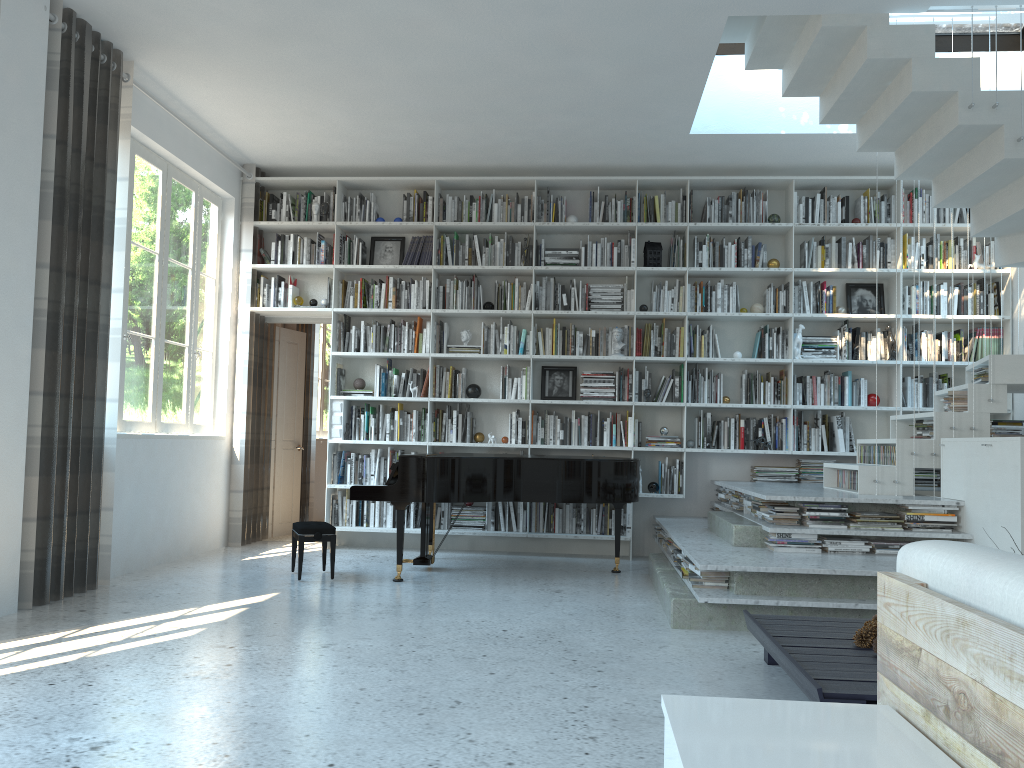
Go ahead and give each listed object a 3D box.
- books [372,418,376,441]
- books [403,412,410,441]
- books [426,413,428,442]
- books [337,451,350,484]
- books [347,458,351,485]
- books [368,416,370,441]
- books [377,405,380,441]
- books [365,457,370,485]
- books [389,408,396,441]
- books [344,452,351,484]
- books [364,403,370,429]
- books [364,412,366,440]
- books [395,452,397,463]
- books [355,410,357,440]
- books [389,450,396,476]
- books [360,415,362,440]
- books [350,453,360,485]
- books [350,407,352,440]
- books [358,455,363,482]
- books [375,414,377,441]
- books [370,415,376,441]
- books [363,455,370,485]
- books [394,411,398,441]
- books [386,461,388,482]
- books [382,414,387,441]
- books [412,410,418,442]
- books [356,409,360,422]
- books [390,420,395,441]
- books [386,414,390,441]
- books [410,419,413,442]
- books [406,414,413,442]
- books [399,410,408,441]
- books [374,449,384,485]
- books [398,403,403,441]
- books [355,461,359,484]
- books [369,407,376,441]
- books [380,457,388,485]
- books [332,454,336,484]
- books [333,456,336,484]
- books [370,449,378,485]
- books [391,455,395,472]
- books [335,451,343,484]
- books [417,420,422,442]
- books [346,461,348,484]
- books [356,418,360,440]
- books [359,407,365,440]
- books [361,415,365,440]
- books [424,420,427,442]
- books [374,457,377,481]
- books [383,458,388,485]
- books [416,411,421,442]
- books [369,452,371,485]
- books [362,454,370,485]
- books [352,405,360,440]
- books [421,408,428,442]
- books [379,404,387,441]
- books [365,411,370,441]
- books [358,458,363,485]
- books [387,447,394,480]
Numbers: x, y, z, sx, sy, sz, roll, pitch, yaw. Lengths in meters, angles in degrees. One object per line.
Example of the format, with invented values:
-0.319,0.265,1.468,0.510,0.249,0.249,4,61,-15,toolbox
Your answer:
-1.161,0.388,7.542,0.016,0.188,0.183,1,-3,5,books
-0.895,0.364,7.529,0.028,0.249,0.159,1,-3,5,books
-0.706,0.372,7.514,0.010,0.240,0.174,1,-3,5,books
-1.435,0.709,7.553,0.052,0.283,0.172,1,-3,5,books
-1.364,0.741,7.544,0.022,0.220,0.187,1,-3,5,books
-1.205,0.378,7.577,0.016,0.211,0.146,1,-3,5,books
-1.117,0.334,7.542,0.019,0.300,0.180,1,-3,5,books
-1.212,0.740,7.540,0.028,0.229,0.157,1,-3,5,books
-1.016,0.345,7.545,0.014,0.282,0.150,1,-3,5,books
-1.402,0.716,7.570,0.010,0.273,0.150,1,-3,5,books
-1.239,0.325,7.567,0.006,0.314,0.145,1,-3,5,books
-1.230,0.361,7.562,0.014,0.243,0.171,1,-3,5,books
-0.974,0.719,7.540,0.013,0.284,0.139,1,-3,5,books
-1.316,0.353,7.584,0.022,0.257,0.141,1,-3,5,books
-1.017,0.711,7.523,0.012,0.295,0.176,1,-3,5,books
-1.265,0.373,7.570,0.015,0.218,0.176,1,-3,5,books
-1.337,0.719,7.549,0.029,0.266,0.172,1,-3,5,books
-1.361,0.338,7.589,0.008,0.285,0.159,1,-3,5,books
-1.285,0.731,7.569,0.022,0.248,0.134,1,-3,5,books
-1.141,0.370,7.576,0.016,0.230,0.136,1,-3,5,books
-1.176,0.373,7.549,0.015,0.219,0.190,1,-3,5,books
-1.232,0.728,7.529,0.010,0.252,0.178,1,-3,5,books
-0.968,0.360,7.541,0.026,0.254,0.176,1,-3,5,books
-1.043,0.754,7.535,0.013,0.209,0.154,1,-3,5,books
-1.072,0.371,7.566,0.045,0.230,0.138,1,-3,5,books
-0.812,0.357,7.518,0.021,0.265,0.185,1,-3,5,books
-1.303,0.349,7.564,0.007,0.264,0.177,1,-3,5,books
-0.997,0.395,7.531,0.029,0.181,0.190,1,-3,5,books
-1.037,0.371,7.546,0.027,0.229,0.159,1,-3,5,books
-0.844,0.393,7.540,0.023,0.194,0.140,1,-3,5,books
-0.868,0.375,7.541,0.025,0.229,0.153,1,-3,5,books
-0.923,0.357,7.527,0.028,0.260,0.181,1,-3,5,books
-1.127,0.703,7.528,0.039,0.307,0.172,1,-3,5,books
-0.946,0.326,7.539,0.021,0.322,0.172,1,-3,5,books
-1.309,0.755,7.566,0.025,0.199,0.137,1,-3,5,books
-1.187,0.339,7.545,0.007,0.286,0.182,1,-3,5,books
-1.092,0.739,7.545,0.031,0.238,0.132,1,-3,5,books
-1.505,0.724,7.579,0.012,0.254,0.161,1,-3,5,books
-1.486,0.730,7.564,0.029,0.239,0.154,1,-3,5,books
-1.170,0.707,7.550,0.027,0.299,0.142,1,-3,5,books
-0.995,0.733,7.538,0.029,0.254,0.153,1,-3,5,books
-1.467,0.711,7.547,0.011,0.277,0.189,1,-3,5,books
-0.768,0.401,7.530,0.041,0.181,0.141,1,-3,5,books
-1.386,0.754,7.567,0.024,0.197,0.148,1,-3,5,books
-1.292,0.385,7.545,0.019,0.189,0.193,1,-3,5,books
-1.276,0.342,7.567,0.008,0.279,0.164,1,-3,5,books
-1.251,0.373,7.557,0.015,0.216,0.180,1,-3,5,books
-0.721,0.400,7.540,0.023,0.187,0.130,1,-3,5,books
-1.151,0.741,7.549,0.012,0.232,0.148,1,-3,5,books
-1.063,0.746,7.538,0.028,0.224,0.134,1,-3,5,books
-0.794,0.361,7.535,0.013,0.260,0.142,1,-3,5,books
-1.190,0.720,7.558,0.013,0.273,0.146,1,-3,5,books
-1.243,0.725,7.535,0.013,0.256,0.189,1,-3,5,books
-1.334,0.334,7.579,0.014,0.294,0.171,1,-3,5,books
-0.741,0.348,7.511,0.014,0.286,0.179,1,-3,5,books
-1.100,0.332,7.553,0.012,0.306,0.189,1,-3,5,books
-1.220,0.359,7.548,0.009,0.244,0.184,1,-3,5,books
-1.264,0.742,7.533,0.028,0.223,0.189,1,-3,5,books
-1.030,0.695,7.517,0.014,0.325,0.170,1,-3,5,books
